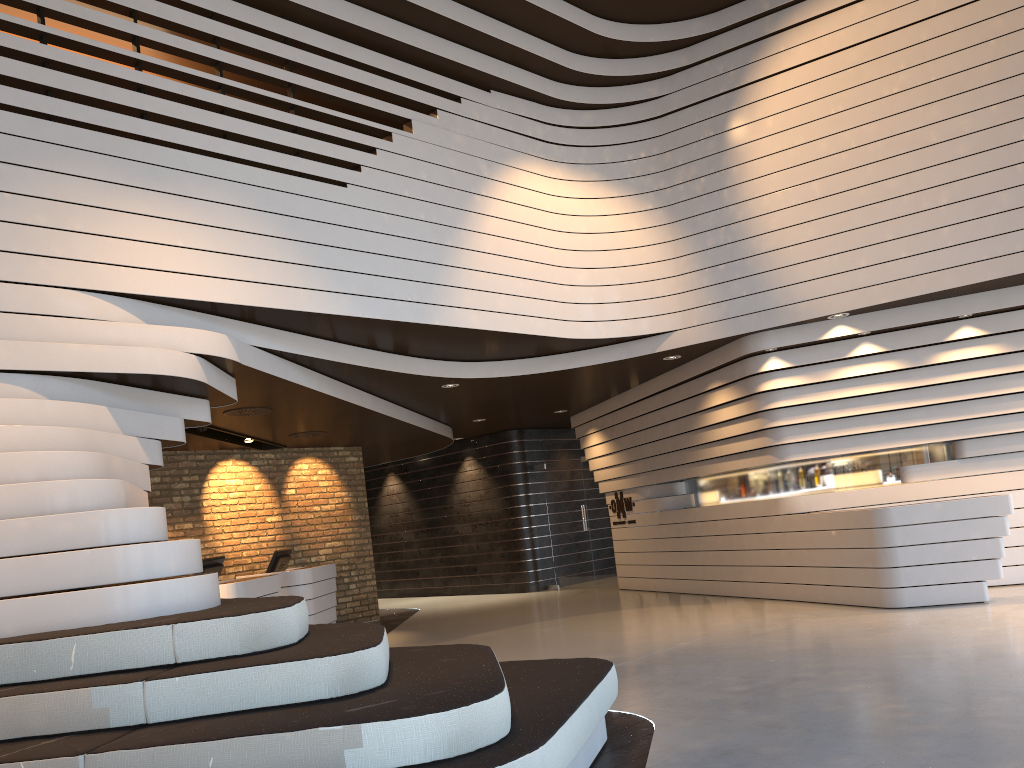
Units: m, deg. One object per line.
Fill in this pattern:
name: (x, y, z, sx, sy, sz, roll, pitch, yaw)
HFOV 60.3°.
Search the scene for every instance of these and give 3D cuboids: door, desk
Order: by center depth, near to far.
desk: (-2.766, 2.370, 8.482, 0.851, 0.913, 1.470, -7, -7, 1)
desk: (-2.649, 2.711, 10.708, 0.851, 0.913, 1.469, -7, -7, 2)
door: (1.044, 1.911, 14.021, 0.078, 2.682, 1.802, -4, -5, -41)

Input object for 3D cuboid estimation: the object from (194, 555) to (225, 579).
object: (-3.008, 1.962, 8.553, 0.369, 0.549, 0.600, -7, -6, 5)

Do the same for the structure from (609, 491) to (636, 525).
structure: (1.579, 1.785, 12.691, 0.017, 0.466, 0.814, -6, -7, -20)

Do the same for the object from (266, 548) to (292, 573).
object: (-2.863, 2.282, 10.668, 0.369, 0.549, 0.600, -7, -6, 5)
